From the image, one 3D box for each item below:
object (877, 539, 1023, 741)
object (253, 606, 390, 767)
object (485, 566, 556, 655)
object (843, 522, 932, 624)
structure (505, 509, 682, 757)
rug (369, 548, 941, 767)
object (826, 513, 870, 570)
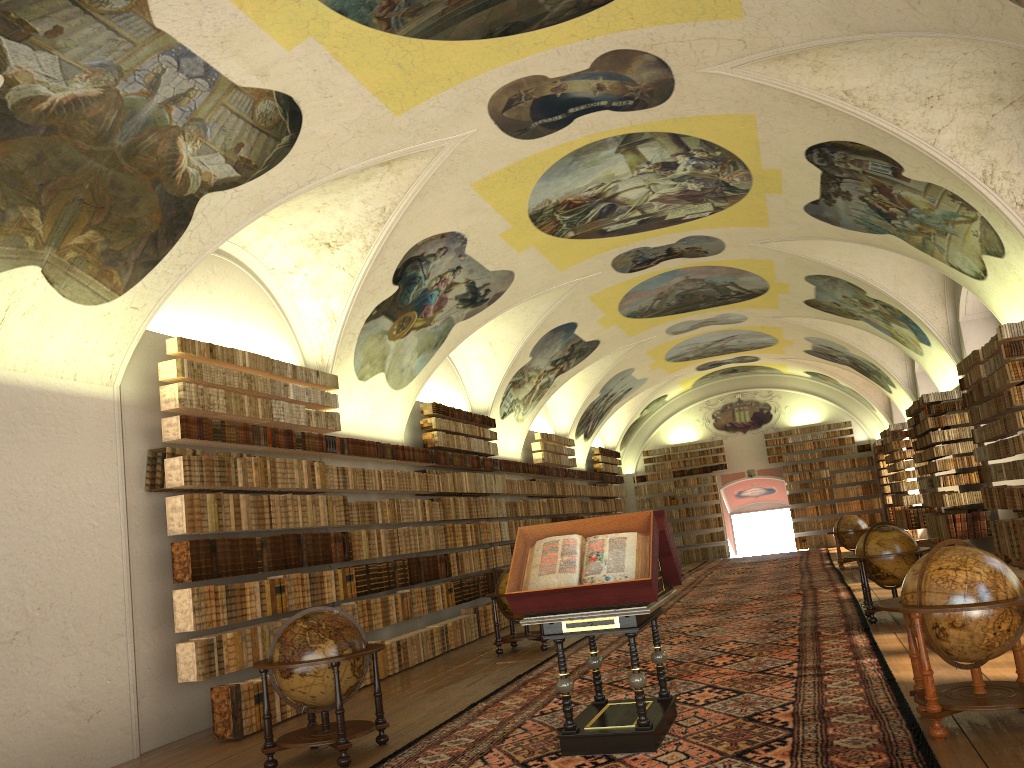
[{"bbox_3d":[3.631,1.965,7.058,1.279,1.444,1.283,-1,-11,-35],"label":"object"},{"bbox_3d":[-1.876,2.938,8.763,1.278,1.444,1.283,-4,-10,-20],"label":"object"},{"bbox_3d":[0.206,3.779,15.095,1.279,1.444,1.283,-1,-11,-35],"label":"object"},{"bbox_3d":[5.715,2.805,13.390,1.278,1.444,1.283,-4,-10,-20],"label":"object"},{"bbox_3d":[0.872,2.219,8.114,1.246,1.975,1.895,-10,-10,17],"label":"structure"},{"bbox_3d":[4.228,4.365,17.359,4.708,0.064,36.984,-10,-10,17],"label":"rug"},{"bbox_3d":[9.111,4.175,23.716,1.279,1.444,1.283,-2,-11,-30],"label":"object"}]
